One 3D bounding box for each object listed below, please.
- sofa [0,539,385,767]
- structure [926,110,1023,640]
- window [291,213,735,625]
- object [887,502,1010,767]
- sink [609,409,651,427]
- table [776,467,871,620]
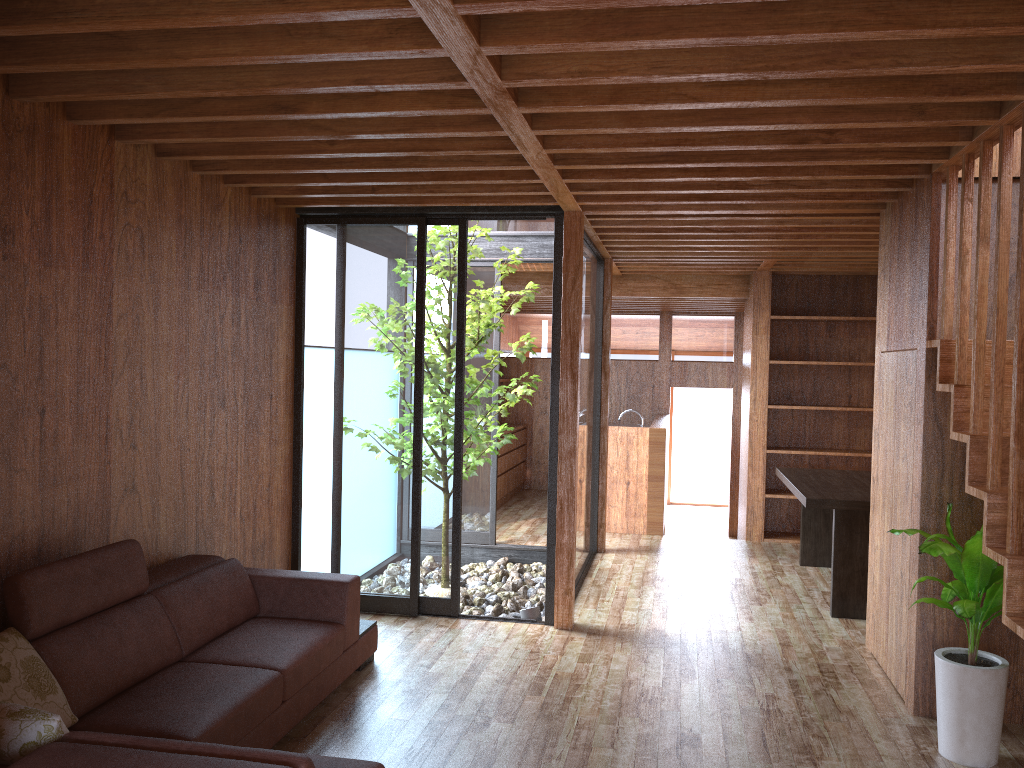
[{"bbox_3d":[-0.818,0.984,3.091,1.695,0.760,2.511,2,1,10],"label":"sofa"},{"bbox_3d":[1.907,0.290,2.461,0.827,2.299,2.454,2,1,11],"label":"structure"},{"bbox_3d":[0.842,-0.804,5.427,4.093,5.132,14.003,2,1,10],"label":"window"},{"bbox_3d":[1.774,0.905,3.325,0.674,1.031,0.632,1,1,0],"label":"object"},{"bbox_3d":[1.155,0.429,8.990,0.556,0.423,2.465,2,1,11],"label":"sink"},{"bbox_3d":[2.200,1.017,5.921,0.698,0.716,1.676,2,1,11],"label":"table"}]
